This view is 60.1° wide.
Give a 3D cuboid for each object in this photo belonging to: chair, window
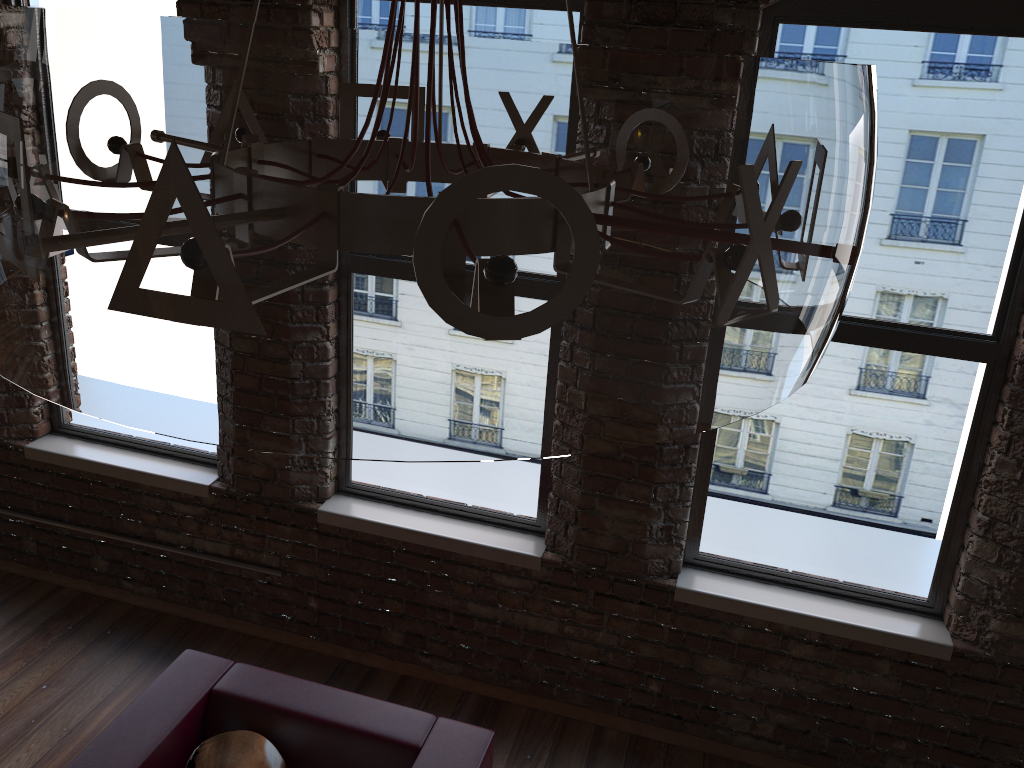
[{"bbox_3d":[-0.700,1.371,2.498,1.072,0.584,0.877,9,21,14],"label":"chair"},{"bbox_3d":[-1.649,-0.658,3.654,0.970,2.184,0.238,9,20,14],"label":"window"},{"bbox_3d":[1.160,-0.188,2.933,0.970,2.184,0.238,9,20,14],"label":"window"},{"bbox_3d":[-0.244,-0.423,3.293,0.970,2.184,0.238,9,20,14],"label":"window"}]

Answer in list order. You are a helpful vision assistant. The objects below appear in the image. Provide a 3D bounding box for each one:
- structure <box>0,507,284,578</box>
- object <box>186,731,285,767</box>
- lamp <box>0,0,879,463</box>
[{"bbox_3d":[-7.582,-0.370,5.430,13.714,0.309,1.656,7,21,8],"label":"structure"},{"bbox_3d":[-0.784,1.237,2.344,0.365,0.292,0.765,-1,21,-13],"label":"object"},{"bbox_3d":[-0.068,-0.476,0.757,0.812,0.803,0.819,-9,24,-32],"label":"lamp"}]
